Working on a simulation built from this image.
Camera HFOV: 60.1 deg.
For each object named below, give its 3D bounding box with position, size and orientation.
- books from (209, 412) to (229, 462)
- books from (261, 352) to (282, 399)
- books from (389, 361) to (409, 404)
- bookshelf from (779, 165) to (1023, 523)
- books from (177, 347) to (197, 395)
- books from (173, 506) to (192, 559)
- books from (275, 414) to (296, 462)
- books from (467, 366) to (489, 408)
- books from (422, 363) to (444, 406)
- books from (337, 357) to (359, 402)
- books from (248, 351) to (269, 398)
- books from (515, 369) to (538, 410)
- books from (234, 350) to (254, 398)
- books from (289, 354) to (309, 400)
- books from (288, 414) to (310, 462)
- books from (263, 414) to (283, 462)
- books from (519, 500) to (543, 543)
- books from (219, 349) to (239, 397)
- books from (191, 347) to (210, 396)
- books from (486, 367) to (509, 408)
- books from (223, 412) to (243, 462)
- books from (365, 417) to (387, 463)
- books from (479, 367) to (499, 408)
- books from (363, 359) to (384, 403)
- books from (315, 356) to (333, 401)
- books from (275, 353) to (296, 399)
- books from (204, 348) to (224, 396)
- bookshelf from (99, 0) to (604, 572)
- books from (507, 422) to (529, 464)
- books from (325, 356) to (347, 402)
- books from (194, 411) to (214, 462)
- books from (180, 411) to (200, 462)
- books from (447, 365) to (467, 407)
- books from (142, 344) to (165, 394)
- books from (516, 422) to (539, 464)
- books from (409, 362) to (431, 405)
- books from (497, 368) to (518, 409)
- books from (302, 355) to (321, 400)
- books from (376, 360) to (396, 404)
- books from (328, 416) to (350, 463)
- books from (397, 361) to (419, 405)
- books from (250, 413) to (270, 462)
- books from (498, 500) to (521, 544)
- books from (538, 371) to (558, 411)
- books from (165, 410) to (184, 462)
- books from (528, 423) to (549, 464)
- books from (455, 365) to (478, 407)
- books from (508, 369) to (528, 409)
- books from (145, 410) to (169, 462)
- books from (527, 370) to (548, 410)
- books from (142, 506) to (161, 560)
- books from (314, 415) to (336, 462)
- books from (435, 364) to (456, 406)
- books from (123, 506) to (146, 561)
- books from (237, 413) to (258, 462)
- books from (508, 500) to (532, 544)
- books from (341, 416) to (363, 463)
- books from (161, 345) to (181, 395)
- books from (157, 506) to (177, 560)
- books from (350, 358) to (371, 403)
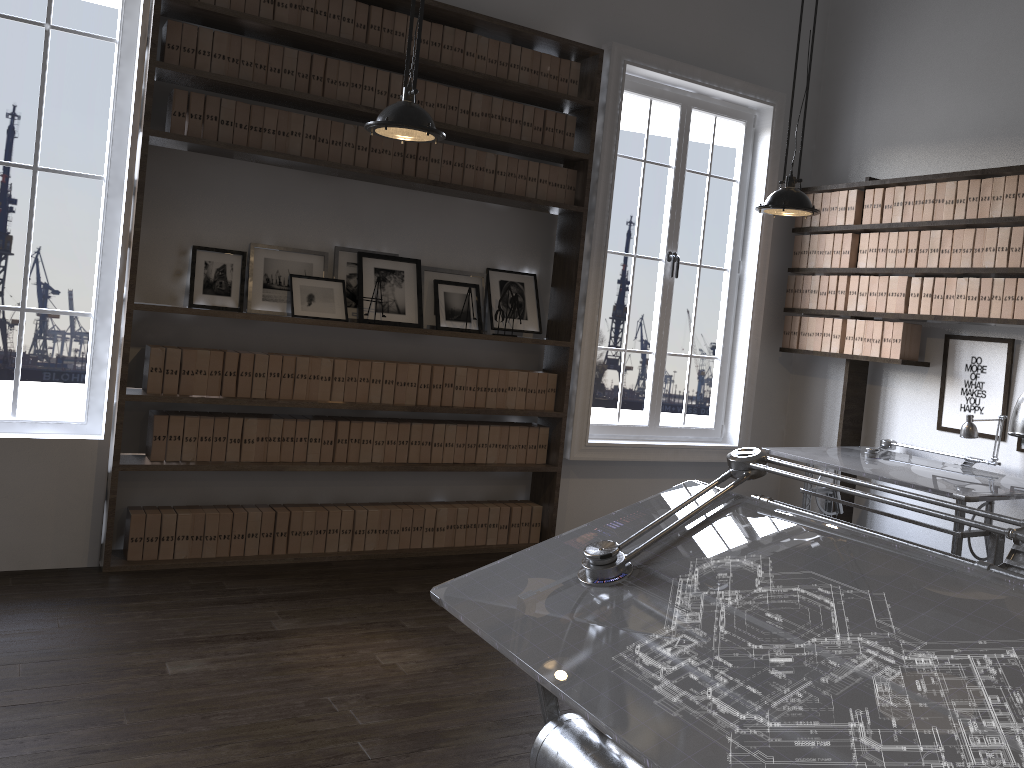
[{"bbox_3d":[-1.490,0.264,4.466,0.066,0.225,0.175,5,2,-30],"label":"books"},{"bbox_3d":[-1.252,-0.044,4.577,0.066,0.225,0.175,5,2,-30],"label":"books"},{"bbox_3d":[-0.646,-0.008,4.915,0.067,0.225,0.175,5,2,-30],"label":"books"},{"bbox_3d":[4.197,0.733,2.196,0.373,3.202,9.212,5,4,-30],"label":"bookshelf"},{"bbox_3d":[-1.612,-0.065,4.365,0.067,0.225,0.175,5,2,-30],"label":"books"},{"bbox_3d":[-1.651,0.737,4.408,0.066,0.225,0.175,5,2,-30],"label":"books"},{"bbox_3d":[-1.196,0.281,4.634,0.066,0.225,0.175,5,2,-30],"label":"books"},{"bbox_3d":[-0.215,0.017,5.167,0.066,0.225,0.175,5,2,-30],"label":"books"},{"bbox_3d":[-0.462,0.002,5.021,0.067,0.225,0.175,5,2,-30],"label":"books"},{"bbox_3d":[-0.895,-0.023,4.779,0.066,0.225,0.175,5,2,-30],"label":"books"},{"bbox_3d":[-1.311,-0.047,4.539,0.066,0.225,0.175,5,2,-30],"label":"books"},{"bbox_3d":[0.075,0.033,5.331,0.066,0.225,0.175,5,2,-30],"label":"books"},{"bbox_3d":[-1.375,-0.051,4.508,0.066,0.225,0.175,5,2,-30],"label":"books"},{"bbox_3d":[-1.129,-0.036,4.640,0.067,0.225,0.175,5,2,-30],"label":"books"},{"bbox_3d":[-1.134,0.285,4.669,0.066,0.225,0.175,5,2,-30],"label":"books"},{"bbox_3d":[-1.251,0.279,4.596,0.067,0.225,0.175,5,2,-30],"label":"books"},{"bbox_3d":[0.104,0.839,5.409,0.066,0.225,0.175,5,2,-30],"label":"books"},{"bbox_3d":[-1.437,-0.055,4.466,0.067,0.225,0.175,5,2,-30],"label":"books"},{"bbox_3d":[-1.560,-0.062,4.400,0.066,0.225,0.175,5,2,-30],"label":"books"},{"bbox_3d":[-0.098,0.023,5.232,0.066,0.225,0.175,5,2,-30],"label":"books"},{"bbox_3d":[-1.427,0.268,4.497,0.067,0.225,0.175,5,2,-30],"label":"books"},{"bbox_3d":[-0.761,0.307,4.878,0.066,0.225,0.175,5,2,-30],"label":"books"},{"bbox_3d":[-0.154,0.021,5.195,0.067,0.225,0.175,5,2,-30],"label":"books"},{"bbox_3d":[-0.773,-0.016,4.846,0.066,0.225,0.175,5,2,-30],"label":"books"},{"bbox_3d":[-1.018,-0.030,4.707,0.066,0.225,0.175,5,2,-30],"label":"books"},{"bbox_3d":[-1.190,-0.040,4.612,0.066,0.225,0.175,5,2,-30],"label":"books"},{"bbox_3d":[-1.504,-0.059,4.434,0.066,0.225,0.175,5,2,-30],"label":"books"},{"bbox_3d":[-0.810,-0.219,4.860,2.469,3.719,0.414,5,2,-30],"label":"bookshelf"},{"bbox_3d":[0.019,0.352,5.325,0.066,0.225,0.175,5,2,-30],"label":"books"},{"bbox_3d":[-0.954,-0.026,4.741,0.067,0.225,0.175,5,2,-30],"label":"books"},{"bbox_3d":[-1.551,0.260,4.433,0.066,0.225,0.175,5,2,-30],"label":"books"},{"bbox_3d":[-1.610,0.257,4.395,0.066,0.225,0.175,5,2,-30],"label":"books"},{"bbox_3d":[-0.336,0.010,5.094,0.066,0.225,0.175,5,2,-30],"label":"books"},{"bbox_3d":[-1.739,-0.072,4.296,0.066,0.225,0.175,5,2,-30],"label":"books"},{"bbox_3d":[0.081,0.356,5.360,0.066,0.225,0.175,5,2,-30],"label":"books"},{"bbox_3d":[-0.529,-0.002,4.989,0.066,0.225,0.175,5,2,-30],"label":"books"},{"bbox_3d":[-0.043,0.027,5.262,0.066,0.225,0.175,5,2,-30],"label":"books"},{"bbox_3d":[-1.073,-0.034,4.677,0.066,0.225,0.175,5,2,-30],"label":"books"},{"bbox_3d":[-0.709,-0.012,4.879,0.066,0.225,0.175,5,2,-30],"label":"books"},{"bbox_3d":[-0.944,0.296,4.772,0.067,0.225,0.175,5,2,-30],"label":"books"},{"bbox_3d":[-0.594,-0.006,4.950,0.066,0.225,0.175,5,2,-30],"label":"books"},{"bbox_3d":[-1.311,0.275,4.567,0.066,0.225,0.175,5,2,-30],"label":"books"},{"bbox_3d":[-0.024,0.832,5.332,0.067,0.225,0.175,5,2,-30],"label":"books"},{"bbox_3d":[0.194,0.041,5.393,0.067,0.225,0.175,5,2,-30],"label":"books"},{"bbox_3d":[-1.671,0.254,4.356,0.066,0.225,0.175,5,2,-30],"label":"books"},{"bbox_3d":[0.144,0.360,5.392,0.066,0.225,0.175,5,2,-30],"label":"books"},{"bbox_3d":[-0.277,0.013,5.132,0.066,0.225,0.175,5,2,-30],"label":"books"},{"bbox_3d":[0.016,0.030,5.293,0.067,0.225,0.175,5,2,-30],"label":"books"},{"bbox_3d":[-1.733,0.251,4.321,0.067,0.225,0.175,5,2,-30],"label":"books"},{"bbox_3d":[0.134,0.037,5.367,0.066,0.225,0.175,5,2,-30],"label":"books"},{"bbox_3d":[-1.776,0.729,4.340,0.066,0.225,0.175,5,2,-30],"label":"books"},{"bbox_3d":[-1.011,0.292,4.739,0.066,0.225,0.175,5,2,-30],"label":"books"},{"bbox_3d":[-0.400,0.006,5.063,0.066,0.225,0.175,5,2,-30],"label":"books"},{"bbox_3d":[-1.837,0.726,4.307,0.066,0.225,0.175,5,2,-30],"label":"books"},{"bbox_3d":[-1.365,0.272,4.534,0.066,0.225,0.175,5,2,-30],"label":"books"},{"bbox_3d":[0.037,0.835,5.373,0.066,0.225,0.175,5,2,-30],"label":"books"},{"bbox_3d":[-0.882,0.300,4.813,0.066,0.225,0.175,5,2,-30],"label":"books"},{"bbox_3d":[-1.675,-0.068,4.329,0.066,0.225,0.175,5,2,-30],"label":"books"},{"bbox_3d":[-1.713,0.733,4.371,0.067,0.225,0.175,5,2,-30],"label":"books"},{"bbox_3d":[-0.836,-0.020,4.815,0.066,0.225,0.175,5,2,-30],"label":"books"}]
